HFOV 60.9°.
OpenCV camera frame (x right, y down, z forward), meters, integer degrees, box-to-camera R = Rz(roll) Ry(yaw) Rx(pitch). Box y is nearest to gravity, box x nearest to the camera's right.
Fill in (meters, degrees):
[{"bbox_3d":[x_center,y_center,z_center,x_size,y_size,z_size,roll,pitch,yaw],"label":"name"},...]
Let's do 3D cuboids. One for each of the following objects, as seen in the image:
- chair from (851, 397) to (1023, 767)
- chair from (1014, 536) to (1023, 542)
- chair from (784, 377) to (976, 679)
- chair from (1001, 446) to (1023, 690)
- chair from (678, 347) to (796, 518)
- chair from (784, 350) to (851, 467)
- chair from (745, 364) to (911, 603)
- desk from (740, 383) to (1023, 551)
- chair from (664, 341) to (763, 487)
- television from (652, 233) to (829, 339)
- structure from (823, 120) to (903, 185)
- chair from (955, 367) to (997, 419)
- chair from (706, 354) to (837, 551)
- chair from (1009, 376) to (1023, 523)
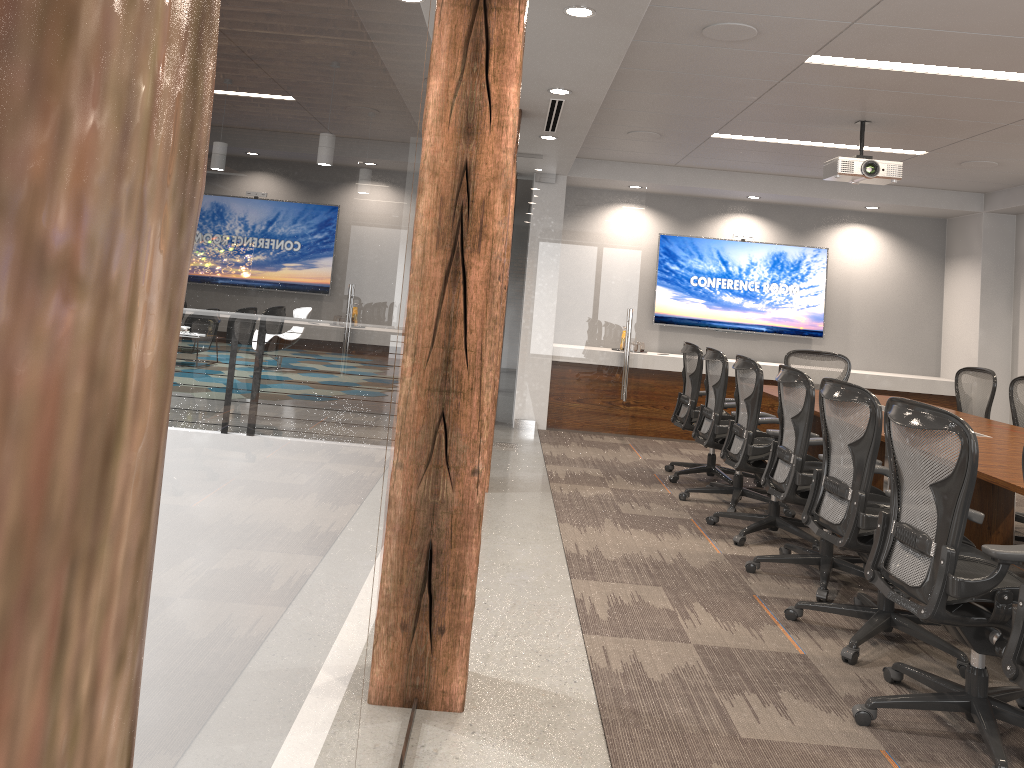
[{"bbox_3d":[1.585,0.620,2.997,0.788,1.103,0.769,6,-2,-18],"label":"chair"},{"bbox_3d":[3.490,0.556,5.333,0.789,1.103,0.768,5,-2,-15],"label":"chair"},{"bbox_3d":[1.669,0.550,3.778,0.758,1.102,0.799,5,-2,-11],"label":"chair"},{"bbox_3d":[1.626,0.704,2.190,0.786,1.103,0.771,6,-2,-26],"label":"chair"},{"bbox_3d":[1.617,0.304,6.208,0.788,1.103,0.768,5,-2,-17],"label":"chair"},{"bbox_3d":[2.694,0.275,7.454,0.766,1.102,0.790,5,-2,-17],"label":"chair"},{"bbox_3d":[1.659,0.468,4.600,0.789,1.103,0.768,5,-2,-15],"label":"chair"},{"bbox_3d":[2.643,0.730,4.469,1.403,0.758,6.038,5,5,-1],"label":"desk"},{"bbox_3d":[1.659,0.232,6.975,0.763,1.102,0.793,5,-2,6],"label":"chair"},{"bbox_3d":[2.556,-1.121,9.737,1.908,1.122,0.064,5,-5,0],"label":"television"},{"bbox_3d":[2.574,-1.703,6.379,0.460,0.461,0.316,5,-2,0],"label":"structure"},{"bbox_3d":[3.449,0.390,6.968,0.761,1.102,0.796,5,-1,1],"label":"chair"},{"bbox_3d":[1.673,0.392,5.379,0.759,1.102,0.798,5,-2,-8],"label":"chair"},{"bbox_3d":[3.457,0.470,6.173,0.764,1.102,0.793,5,-2,10],"label":"chair"}]
